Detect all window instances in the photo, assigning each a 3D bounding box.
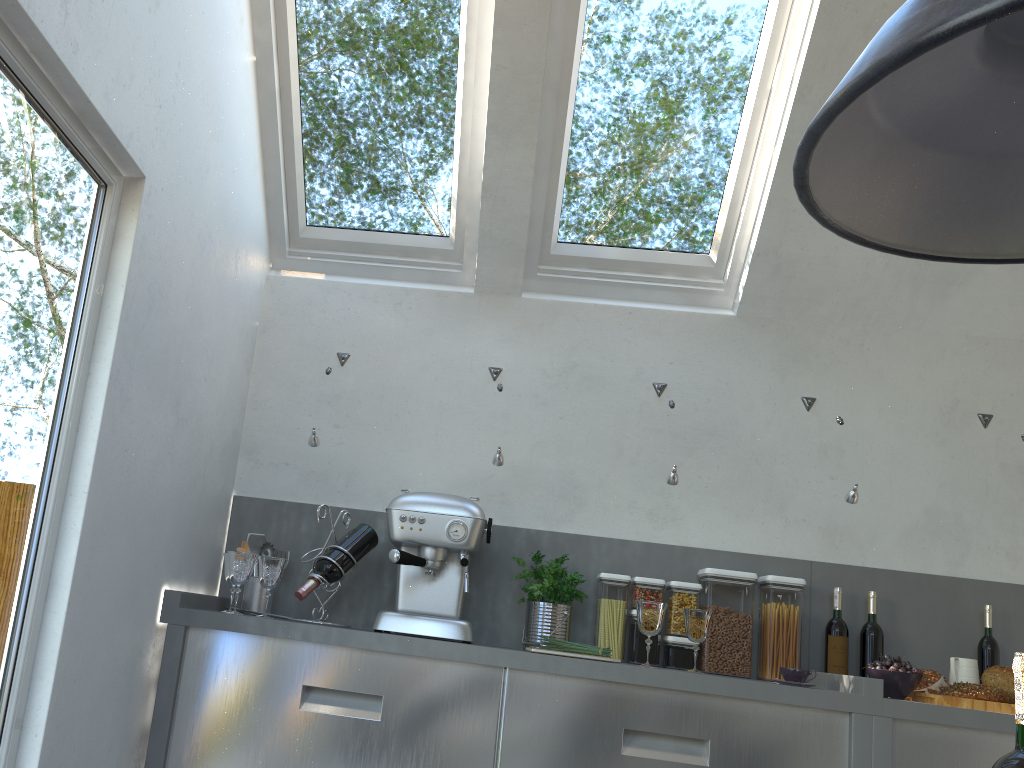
[{"bbox_3d":[-1.105,0.348,1.581,0.059,2.088,0.999,6,-12,-1],"label":"window"},{"bbox_3d":[-0.464,-1.238,2.961,0.837,1.369,1.507,6,-14,1],"label":"window"},{"bbox_3d":[0.527,-1.151,2.853,0.837,1.362,1.500,6,-14,1],"label":"window"}]

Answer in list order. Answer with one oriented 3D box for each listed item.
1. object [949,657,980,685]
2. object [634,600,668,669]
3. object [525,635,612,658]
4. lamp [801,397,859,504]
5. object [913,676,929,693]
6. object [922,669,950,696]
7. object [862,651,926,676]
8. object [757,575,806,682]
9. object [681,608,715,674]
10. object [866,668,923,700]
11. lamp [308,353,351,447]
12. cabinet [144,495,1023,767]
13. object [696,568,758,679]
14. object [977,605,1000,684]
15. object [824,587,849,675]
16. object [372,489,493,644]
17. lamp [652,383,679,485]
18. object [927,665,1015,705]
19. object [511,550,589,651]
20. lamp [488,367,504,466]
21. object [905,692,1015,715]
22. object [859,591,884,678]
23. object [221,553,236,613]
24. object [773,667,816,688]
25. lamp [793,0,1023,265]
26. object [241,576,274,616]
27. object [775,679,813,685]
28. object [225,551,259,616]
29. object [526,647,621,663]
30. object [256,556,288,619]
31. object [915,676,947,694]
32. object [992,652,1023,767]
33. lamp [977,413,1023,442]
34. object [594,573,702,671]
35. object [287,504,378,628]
[{"bbox_3d":[1.393,0.906,2.693,0.085,0.117,0.087,1,-14,23],"label":"object"},{"bbox_3d":[0.406,0.741,2.589,0.094,0.188,0.105,16,-15,-38],"label":"object"},{"bbox_3d":[0.163,0.797,2.661,0.287,0.052,0.139,1,-16,19],"label":"object"},{"bbox_3d":[1.092,0.213,2.978,0.058,0.427,0.351,8,-13,-10],"label":"lamp"},{"bbox_3d":[1.192,0.893,2.651,0.127,0.075,0.113,-8,-20,44],"label":"object"},{"bbox_3d":[1.288,0.922,2.706,0.127,0.075,0.113,-8,-20,44],"label":"object"},{"bbox_3d":[1.108,0.822,2.536,0.157,0.093,0.147,10,-15,-11],"label":"object"},{"bbox_3d":[0.904,0.833,2.954,0.129,0.348,0.129,6,-11,2],"label":"object"},{"bbox_3d":[0.571,0.797,2.710,0.097,0.188,0.102,8,-12,-9],"label":"object"},{"bbox_3d":[1.103,0.870,2.526,0.140,0.077,0.156,19,-19,-38],"label":"object"},{"bbox_3d":[-0.658,0.044,3.152,0.060,0.429,0.337,6,-13,0],"label":"lamp"},{"bbox_3d":[0.331,1.185,2.715,2.880,1.450,0.573,5,-12,6],"label":"cabinet"},{"bbox_3d":[0.723,0.814,2.970,0.176,0.348,0.129,6,-11,3],"label":"object"},{"bbox_3d":[1.575,0.904,2.890,0.063,0.338,0.062,5,-11,6],"label":"object"},{"bbox_3d":[1.091,0.857,2.939,0.072,0.338,0.074,7,-11,-4],"label":"object"},{"bbox_3d":[-0.255,0.590,2.895,0.361,0.491,0.434,6,-13,2],"label":"object"},{"bbox_3d":[0.533,0.159,3.030,0.060,0.429,0.337,6,-13,0],"label":"lamp"},{"bbox_3d":[1.420,0.886,2.595,0.437,0.109,0.134,15,-16,-25],"label":"object"},{"bbox_3d":[0.117,0.731,2.942,0.266,0.335,0.237,-6,-18,44],"label":"object"},{"bbox_3d":[-0.046,0.103,3.094,0.058,0.427,0.351,8,-13,-10],"label":"lamp"},{"bbox_3d":[1.401,0.947,2.572,0.475,0.027,0.312,6,-16,4],"label":"object"},{"bbox_3d":[1.204,0.868,2.928,0.073,0.338,0.072,5,-11,6],"label":"object"},{"bbox_3d":[-0.908,0.653,2.858,0.094,0.188,0.104,12,-13,-26],"label":"object"},{"bbox_3d":[0.829,0.861,2.568,0.120,0.055,0.114,2,-16,17],"label":"object"},{"bbox_3d":[0.507,-0.708,0.793,0.435,1.076,0.435,6,-12,3],"label":"lamp"},{"bbox_3d":[-0.886,0.741,3.052,0.114,0.129,0.102,-6,-18,43],"label":"object"},{"bbox_3d":[0.819,0.864,2.526,0.127,0.013,0.029,13,-16,-21],"label":"object"},{"bbox_3d":[-0.850,0.621,2.722,0.098,0.188,0.101,7,-12,-4],"label":"object"},{"bbox_3d":[0.181,0.822,2.656,0.263,0.012,0.184,7,-16,1],"label":"object"},{"bbox_3d":[-0.773,0.648,2.781,0.103,0.188,0.095,1,-13,25],"label":"object"},{"bbox_3d":[1.233,0.906,2.655,0.205,0.058,0.197,1,-17,22],"label":"object"},{"bbox_3d":[0.545,0.456,0.911,0.097,0.338,0.087,-3,-15,40],"label":"object"},{"bbox_3d":[1.671,0.269,2.914,0.060,0.429,0.337,6,-13,0],"label":"lamp"},{"bbox_3d":[0.456,0.811,2.975,0.345,0.288,0.107,5,-11,5],"label":"object"},{"bbox_3d":[-0.629,0.599,2.916,0.247,0.386,0.320,-1,-15,30],"label":"object"}]
